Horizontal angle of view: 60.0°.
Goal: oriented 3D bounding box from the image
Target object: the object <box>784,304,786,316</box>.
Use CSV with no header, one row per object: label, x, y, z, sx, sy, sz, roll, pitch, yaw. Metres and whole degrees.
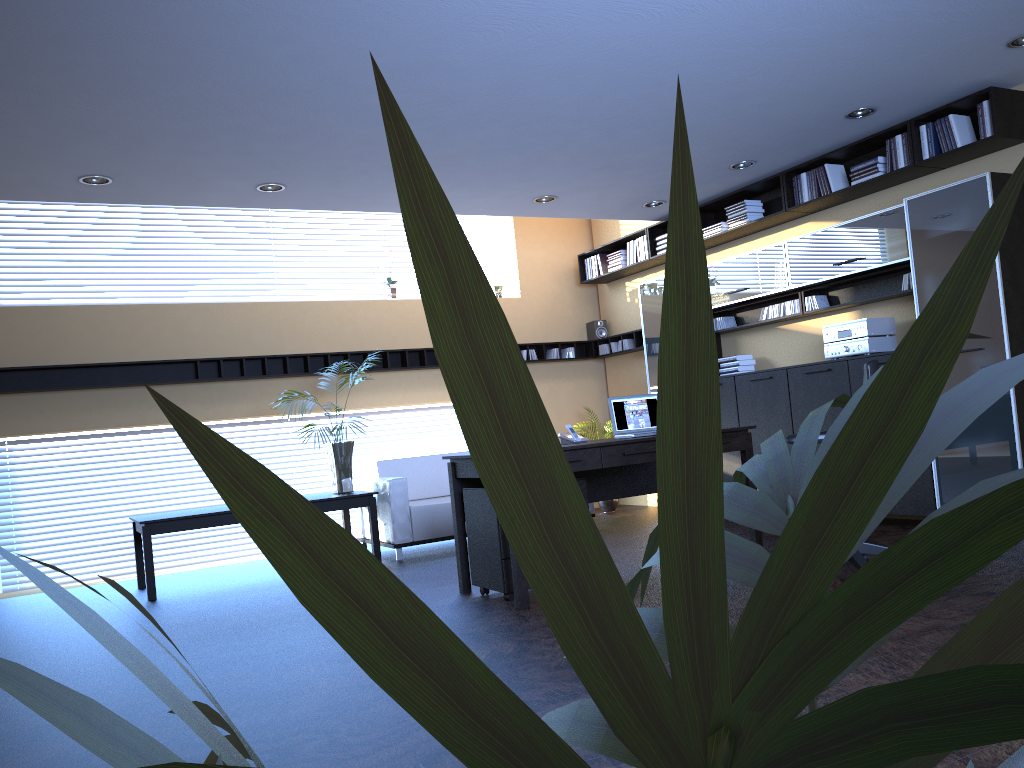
object,2.469,-0.666,7.858,0.142,0.120,0.009,-4,-2,-28

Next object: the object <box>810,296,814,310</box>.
object,2.617,-0.694,7.584,0.140,0.117,0.026,-4,-2,-28

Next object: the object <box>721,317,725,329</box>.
object,2.087,-0.592,8.566,0.142,0.120,0.030,-4,-2,-28

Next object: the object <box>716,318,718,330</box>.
object,2.051,-0.585,8.640,0.142,0.120,0.009,-4,-2,-28

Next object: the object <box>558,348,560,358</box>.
object,0.509,-0.349,10.337,0.009,0.120,0.142,-5,-2,-28

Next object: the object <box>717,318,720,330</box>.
object,2.060,-0.587,8.622,0.142,0.120,0.009,-4,-2,-28

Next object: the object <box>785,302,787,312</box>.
object,2.478,-0.667,7.839,0.140,0.118,0.006,-4,-2,-28

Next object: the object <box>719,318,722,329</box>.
object,2.075,-0.589,8.594,0.140,0.117,0.026,-4,-2,-28

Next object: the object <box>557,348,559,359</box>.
object,0.502,-0.348,10.329,0.009,0.120,0.142,-5,-2,-28

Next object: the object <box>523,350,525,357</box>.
object,0.102,-0.319,10.120,0.030,0.120,0.142,-5,-2,-29

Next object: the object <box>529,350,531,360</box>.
object,0.171,-0.325,10.151,0.006,0.118,0.140,-5,-2,-29

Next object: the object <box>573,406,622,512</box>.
object,1.068,0.814,9.935,0.841,1.240,0.689,-6,-2,5

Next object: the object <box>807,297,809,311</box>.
object,2.592,-0.690,7.618,0.142,0.120,0.009,-4,-2,-28

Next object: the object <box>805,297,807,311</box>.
object,2.582,-0.688,7.635,0.140,0.118,0.006,-4,-2,-28

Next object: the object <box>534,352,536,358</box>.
object,0.227,-0.329,10.177,0.026,0.117,0.140,-5,-2,-29

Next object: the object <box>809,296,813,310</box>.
object,2.606,-0.692,7.602,0.142,0.120,0.009,-4,-2,-28

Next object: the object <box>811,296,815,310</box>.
object,2.620,-0.694,7.574,0.142,0.120,0.030,-4,-2,-28

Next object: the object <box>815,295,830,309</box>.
object,2.640,-0.697,7.545,0.142,0.118,0.040,-4,-2,-28

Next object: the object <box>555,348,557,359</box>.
object,0.474,-0.346,10.314,0.030,0.120,0.142,-5,-2,-29

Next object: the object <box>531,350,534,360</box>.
object,0.198,-0.326,10.166,0.030,0.120,0.142,-5,-2,-28

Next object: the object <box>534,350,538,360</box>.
object,0.238,-0.328,10.189,0.040,0.118,0.142,-5,-2,-29

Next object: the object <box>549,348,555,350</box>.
object,0.456,-0.344,10.307,0.030,0.124,0.142,-5,-2,-28

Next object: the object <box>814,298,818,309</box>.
object,2.633,-0.696,7.558,0.142,0.120,0.030,-4,-2,-28

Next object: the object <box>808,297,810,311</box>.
object,2.601,-0.691,7.611,0.142,0.120,0.009,-4,-2,-28

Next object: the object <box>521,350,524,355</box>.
object,0.091,-0.318,10.108,0.040,0.118,0.142,-5,-2,-29

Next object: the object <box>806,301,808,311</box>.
object,2.591,-0.689,7.629,0.142,0.120,0.009,-4,-2,-28

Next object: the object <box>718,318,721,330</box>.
object,2.068,-0.588,8.615,0.142,0.120,0.009,-4,-2,-28

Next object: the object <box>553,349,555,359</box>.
object,0.454,-0.344,10.309,0.030,0.120,0.142,-5,-2,-29

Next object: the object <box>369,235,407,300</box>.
object,-1.301,-1.250,9.659,0.352,0.695,0.437,-7,-2,41

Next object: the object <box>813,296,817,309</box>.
object,2.631,-0.696,7.556,0.140,0.117,0.026,-4,-2,-28

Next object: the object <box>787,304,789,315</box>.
object,2.487,-0.669,7.833,0.140,0.118,0.006,-4,-2,-28

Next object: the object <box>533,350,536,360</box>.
object,0.225,-0.328,10.181,0.030,0.120,0.142,-5,-2,-29

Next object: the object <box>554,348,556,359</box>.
object,0.465,-0.345,10.311,0.030,0.120,0.142,-5,-2,-29

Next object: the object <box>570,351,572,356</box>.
object,0.654,-0.359,10.406,0.009,0.120,0.142,-5,-2,-29

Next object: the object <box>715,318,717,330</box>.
object,2.046,-0.584,8.649,0.142,0.120,0.009,-4,-2,-29

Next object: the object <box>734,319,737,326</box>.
object,2.103,-0.593,8.557,0.140,0.116,0.036,-4,-2,-28

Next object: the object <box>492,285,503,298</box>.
object,-0.170,-1.055,10.243,0.124,0.149,0.118,-5,-2,-28

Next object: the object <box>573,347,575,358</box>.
object,0.690,-0.362,10.424,0.009,0.120,0.142,-5,-2,-28

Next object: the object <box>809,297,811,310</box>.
object,2.605,-0.692,7.601,0.140,0.118,0.006,-4,-2,-28

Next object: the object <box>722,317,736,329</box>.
object,2.097,-0.593,8.555,0.142,0.118,0.040,-4,-2,-28

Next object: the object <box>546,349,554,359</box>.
object,0.442,-0.342,10.300,0.040,0.118,0.142,-5,-2,-28

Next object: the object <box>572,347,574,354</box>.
object,0.681,-0.361,10.420,0.009,0.120,0.142,-5,-2,-29

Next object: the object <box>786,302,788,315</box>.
object,2.481,-0.668,7.841,0.142,0.120,0.009,-4,-2,-28

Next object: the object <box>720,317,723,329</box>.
object,2.080,-0.590,8.586,0.142,0.120,0.030,-4,-2,-28

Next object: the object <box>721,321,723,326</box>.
object,2.088,-0.591,8.579,0.142,0.120,0.030,-4,-2,-28

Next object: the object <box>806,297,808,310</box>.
object,2.589,-0.689,7.627,0.140,0.118,0.006,-4,-2,-28

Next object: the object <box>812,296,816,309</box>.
object,2.625,-0.695,7.565,0.142,0.120,0.030,-4,-2,-28

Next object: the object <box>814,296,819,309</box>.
object,2.638,-0.697,7.543,0.140,0.116,0.036,-4,-2,-28

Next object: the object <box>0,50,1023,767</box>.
object,0.104,0.551,0.176,0.762,1.236,0.670,-5,-2,-5

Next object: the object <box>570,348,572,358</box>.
object,0.655,-0.359,10.404,0.006,0.118,0.140,-5,-2,-29

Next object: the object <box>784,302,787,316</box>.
object,2.472,-0.666,7.848,0.142,0.120,0.009,-4,-2,-28

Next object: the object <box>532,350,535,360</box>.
object,0.209,-0.327,10.168,0.030,0.120,0.142,-5,-2,-29

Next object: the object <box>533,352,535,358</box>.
object,0.216,-0.328,10.175,0.030,0.120,0.142,-5,-2,-29

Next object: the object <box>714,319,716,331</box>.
object,2.040,-0.583,8.668,0.142,0.120,0.009,-4,-2,-28
